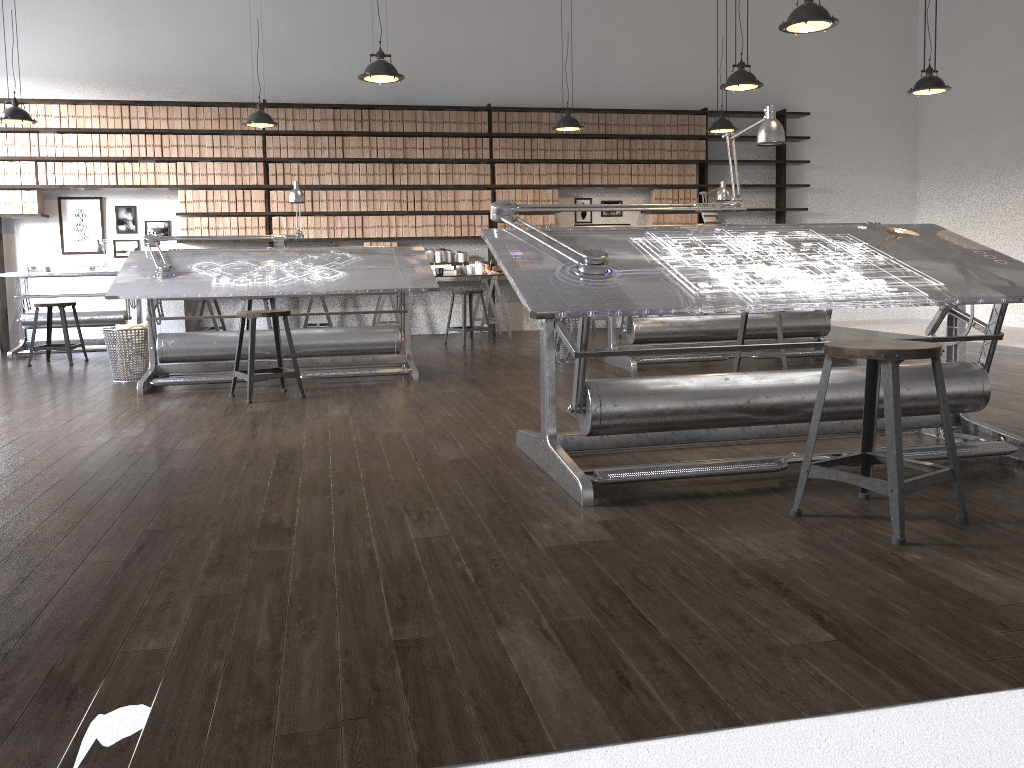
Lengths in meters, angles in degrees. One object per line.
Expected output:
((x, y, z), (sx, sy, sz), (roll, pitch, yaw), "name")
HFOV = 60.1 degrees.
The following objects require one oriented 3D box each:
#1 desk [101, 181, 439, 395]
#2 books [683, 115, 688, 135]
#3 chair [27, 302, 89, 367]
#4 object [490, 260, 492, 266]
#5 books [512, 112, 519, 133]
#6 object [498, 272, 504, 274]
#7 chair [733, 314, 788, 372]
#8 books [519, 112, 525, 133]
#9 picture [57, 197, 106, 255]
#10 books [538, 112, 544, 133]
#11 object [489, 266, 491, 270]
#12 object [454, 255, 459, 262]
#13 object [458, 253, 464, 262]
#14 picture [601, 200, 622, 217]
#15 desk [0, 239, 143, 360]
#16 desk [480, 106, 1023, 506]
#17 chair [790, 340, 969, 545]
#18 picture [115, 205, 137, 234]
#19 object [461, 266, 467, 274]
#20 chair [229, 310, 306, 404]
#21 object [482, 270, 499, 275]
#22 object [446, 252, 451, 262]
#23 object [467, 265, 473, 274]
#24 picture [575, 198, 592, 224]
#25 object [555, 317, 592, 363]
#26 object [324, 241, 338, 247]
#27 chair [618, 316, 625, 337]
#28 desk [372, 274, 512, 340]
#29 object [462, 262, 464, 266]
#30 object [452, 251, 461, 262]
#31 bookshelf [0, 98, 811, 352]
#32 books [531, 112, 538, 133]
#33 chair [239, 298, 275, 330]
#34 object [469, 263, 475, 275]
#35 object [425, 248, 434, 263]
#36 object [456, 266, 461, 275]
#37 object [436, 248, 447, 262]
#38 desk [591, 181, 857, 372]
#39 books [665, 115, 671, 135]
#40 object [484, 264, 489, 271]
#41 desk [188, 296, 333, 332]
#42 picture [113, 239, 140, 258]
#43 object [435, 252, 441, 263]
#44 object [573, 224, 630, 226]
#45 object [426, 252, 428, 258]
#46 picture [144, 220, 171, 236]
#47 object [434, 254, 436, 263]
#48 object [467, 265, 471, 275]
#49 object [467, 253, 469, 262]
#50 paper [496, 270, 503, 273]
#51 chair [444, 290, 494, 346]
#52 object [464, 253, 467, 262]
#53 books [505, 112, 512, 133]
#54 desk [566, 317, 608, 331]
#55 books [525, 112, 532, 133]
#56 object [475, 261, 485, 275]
((-1.706, -0.719, 6.134), (2.280, 1.380, 1.081), (-3, 6, -12), "desk")
((1.923, -2.908, 9.992), (0.067, 0.224, 0.175), (-2, 6, -12), "books")
((-3.846, -0.424, 7.489), (0.372, 0.525, 0.360), (-2, 6, -4), "chair")
((-0.228, -1.244, 9.417), (0.033, 0.147, 0.005), (-2, 5, -13), "object")
((0.023, -2.815, 9.587), (0.067, 0.224, 0.175), (-2, 6, -12), "books")
((-0.106, -1.156, 9.225), (0.172, 0.017, 0.011), (-8, 9, -43), "object")
((1.682, -0.328, 5.985), (0.372, 0.525, 0.360), (1, 6, 16), "chair")
((0.092, -2.819, 9.606), (0.067, 0.224, 0.175), (-2, 6, -12), "books")
((-4.326, -1.592, 8.911), (0.415, 0.572, 0.040), (-2, 5, -12), "picture")
((0.292, -2.829, 9.647), (0.067, 0.224, 0.175), (-2, 6, -12), "books")
((-0.253, -1.210, 9.418), (0.060, 0.088, 0.060), (-2, 6, -7), "object")
((-0.601, -1.353, 9.580), (0.054, 0.081, 0.054), (-3, 6, -22), "object")
((-0.544, -1.356, 9.513), (0.062, 0.095, 0.062), (1, 6, 20), "object")
((1.131, -1.992, 10.065), (0.251, 0.183, 0.023), (-3, 5, -12), "picture")
((-4.090, -0.841, 8.436), (1.269, 1.093, 1.076), (-3, 6, -12), "desk")
((0.956, -0.405, 3.450), (2.069, 1.380, 1.081), (-3, 6, -12), "desk")
((1.081, 0.146, 2.598), (0.359, 0.525, 0.373), (-5, 7, -33), "chair")
((-3.921, -1.670, 9.003), (0.201, 0.283, 0.022), (-2, 5, -13), "picture")
((-0.511, -1.209, 9.396), (0.062, 0.093, 0.063), (2, 7, 29), "object")
((-1.476, -0.173, 5.308), (0.359, 0.525, 0.373), (-5, 7, -33), "chair")
((-0.215, -1.163, 9.210), (0.197, 0.050, 0.132), (-8, 10, -41), "object")
((-0.686, -1.370, 9.561), (0.062, 0.119, 0.062), (-6, 8, -43), "object")
((-0.448, -1.206, 9.365), (0.062, 0.094, 0.062), (3, 7, 38), "object")
((0.804, -1.956, 9.999), (0.201, 0.283, 0.022), (-2, 5, -13), "picture")
((0.465, -0.365, 6.925), (0.353, 0.376, 0.355), (0, 6, 10), "object")
((-1.897, -1.391, 9.322), (0.181, 0.270, 0.157), (-4, 6, -28), "object")
((1.335, -0.738, 9.043), (0.359, 0.525, 0.372), (-7, 8, -43), "chair")
((-0.770, -0.790, 9.188), (1.669, 0.666, 0.659), (-3, 6, -12), "desk")
((-0.516, -1.239, 9.470), (0.029, 0.133, 0.004), (-2, 5, -7), "object")
((-0.605, -1.388, 9.664), (0.094, 0.129, 0.095), (-4, 6, -25), "object")
((-1.056, -1.389, 9.559), (9.180, 3.194, 0.375), (-3, 5, -12), "bookshelf")
((0.228, -2.825, 9.629), (0.067, 0.225, 0.175), (-2, 6, -12), "books")
((-2.375, -0.564, 8.301), (0.372, 0.525, 0.360), (-2, 6, -4), "chair")
((-0.408, -1.234, 9.468), (0.095, 0.127, 0.094), (-3, 6, -16), "object")
((-0.888, -1.379, 9.539), (0.095, 0.161, 0.094), (-3, 6, -16), "object")
((-0.567, -1.213, 9.433), (0.062, 0.094, 0.062), (2, 7, 29), "object")
((-0.764, -1.386, 9.576), (0.094, 0.161, 0.206), (-2, 7, -10), "object")
((1.572, -0.879, 6.828), (2.069, 1.380, 1.081), (-3, 6, -12), "desk")
((1.720, -2.898, 9.948), (0.067, 0.224, 0.175), (-2, 6, -12), "books")
((-0.265, -1.213, 9.349), (0.049, 0.111, 0.049), (-2, 5, -8), "object")
((-2.495, -0.706, 8.823), (1.669, 0.666, 0.659), (-3, 6, -12), "desk")
((-3.925, -1.378, 9.024), (0.251, 0.183, 0.023), (-3, 5, -12), "picture")
((-0.788, -1.355, 9.469), (0.062, 0.119, 0.062), (-6, 8, -43), "object")
((0.971, -1.478, 9.640), (0.643, 0.516, 0.205), (-3, 5, -12), "object")
((-0.928, -1.348, 9.436), (0.062, 0.119, 0.062), (3, 7, 38), "object")
((-3.628, -1.583, 9.072), (0.251, 0.183, 0.023), (-3, 5, -12), "picture")
((-0.809, -1.353, 9.555), (0.054, 0.101, 0.054), (-1, 6, 5), "object")
((-0.462, -1.214, 9.425), (0.045, 0.100, 0.044), (-2, 5, -12), "object")
((-0.495, -1.374, 9.640), (0.062, 0.095, 0.062), (1, 6, 20), "object")
((-0.091, -1.168, 9.258), (0.155, 0.038, 0.138), (-1, 8, 3), "paper")
((-0.430, -0.649, 8.642), (0.372, 0.525, 0.359), (-6, 7, -38), "chair")
((-0.516, -1.364, 9.574), (0.063, 0.094, 0.063), (1, 6, 20), "object")
((-0.047, -2.813, 9.577), (0.067, 0.224, 0.175), (-2, 6, -12), "books")
((1.324, -0.892, 9.632), (1.669, 0.666, 0.659), (-3, 6, -12), "desk")
((0.161, -2.823, 9.621), (0.067, 0.224, 0.175), (-2, 6, -12), "books")
((-0.338, -1.228, 9.373), (0.105, 0.141, 0.104), (-2, 6, -4), "object")
